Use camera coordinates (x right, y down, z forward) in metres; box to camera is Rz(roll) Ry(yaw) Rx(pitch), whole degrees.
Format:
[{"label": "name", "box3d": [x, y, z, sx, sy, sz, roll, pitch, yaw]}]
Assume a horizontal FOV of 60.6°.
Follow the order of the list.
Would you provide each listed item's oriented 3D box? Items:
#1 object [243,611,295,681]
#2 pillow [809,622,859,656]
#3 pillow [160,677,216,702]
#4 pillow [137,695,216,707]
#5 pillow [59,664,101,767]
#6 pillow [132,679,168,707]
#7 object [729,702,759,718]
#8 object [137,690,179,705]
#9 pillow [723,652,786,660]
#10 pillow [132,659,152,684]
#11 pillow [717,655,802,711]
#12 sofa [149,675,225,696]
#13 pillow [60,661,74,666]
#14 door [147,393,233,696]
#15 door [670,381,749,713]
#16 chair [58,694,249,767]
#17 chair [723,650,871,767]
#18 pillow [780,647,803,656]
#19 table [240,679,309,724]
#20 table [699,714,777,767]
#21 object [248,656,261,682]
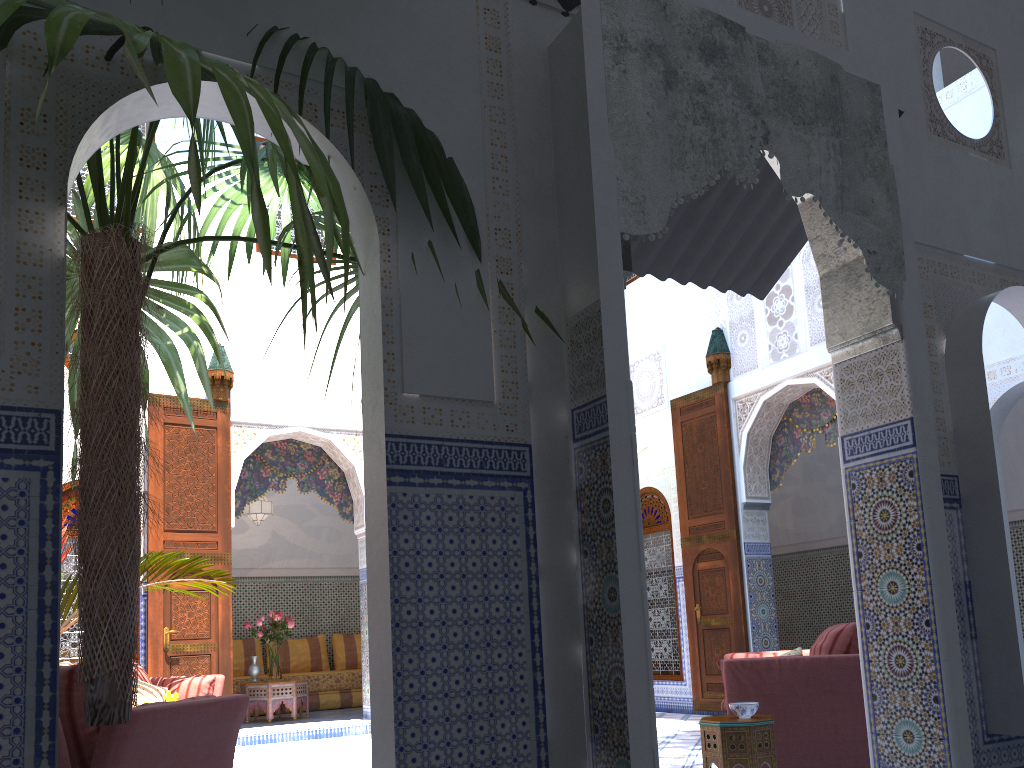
[{"label": "object", "box3d": [-2.051, 2.230, 7.470, 0.447, 0.583, 0.343, -2, -10, -3]}, {"label": "pillow", "box3d": [1.510, 1.298, 4.059, 0.302, 0.370, 0.597, -6, -14, 15]}, {"label": "pillow", "box3d": [-1.984, 1.898, 5.311, 0.398, 0.238, 0.191, -7, -12, 16]}, {"label": "pillow", "box3d": [-1.056, 1.103, 2.712, 0.188, 0.247, 0.389, -6, -14, 16]}, {"label": "pillow", "box3d": [-1.373, 0.979, 2.456, 0.583, 0.371, 0.308, -7, -12, 16]}, {"label": "pillow", "box3d": [-2.161, 1.844, 5.159, 0.267, 0.230, 0.149, 4, -12, -27]}, {"label": "object", "box3d": [0.922, 1.295, 3.475, 0.118, 0.056, 0.122, 2, -15, -16]}, {"label": "object", "box3d": [-1.777, 1.684, 4.461, 0.220, 0.234, 0.310, -13, -16, 40]}, {"label": "pillow", "box3d": [1.249, 1.464, 4.360, 0.381, 0.247, 0.192, -7, -12, 17]}, {"label": "pillow", "box3d": [-2.375, 1.828, 5.213, 0.321, 0.365, 0.575, -6, -14, 15]}, {"label": "pillow", "box3d": [1.129, 1.341, 3.928, 0.398, 0.238, 0.191, -7, -12, 16]}, {"label": "sofa", "box3d": [-2.293, 1.934, 4.865, 0.734, 0.527, 1.397, -6, -15, 15]}, {"label": "pillow", "box3d": [-2.525, 1.681, 4.674, 0.292, 0.381, 0.597, -6, -14, 15]}, {"label": "door", "box3d": [-2.281, 1.320, 6.224, 0.585, 2.462, 0.126, 3, -9, -35]}, {"label": "door", "box3d": [1.528, 1.276, 6.731, 0.124, 2.462, 0.594, 2, -10, -34]}, {"label": "chair", "box3d": [-1.318, 1.221, 2.569, 0.815, 0.529, 0.745, -7, -14, 15]}, {"label": "chair", "box3d": [1.380, 1.521, 4.075, 0.729, 0.529, 0.833, -7, -14, 15]}, {"label": "pillow", "box3d": [1.292, 1.374, 4.167, 0.265, 0.228, 0.168, -12, -14, 37]}, {"label": "table", "box3d": [-2.020, 2.695, 7.451, 0.539, 0.316, 0.552, 5, -16, -29]}, {"label": "table", "box3d": [0.900, 1.485, 3.462, 0.290, 0.317, 0.296, 4, -13, -29]}, {"label": "object", "box3d": [-2.171, 2.404, 7.388, 0.106, 0.208, 0.109, 1, -10, -24]}]
